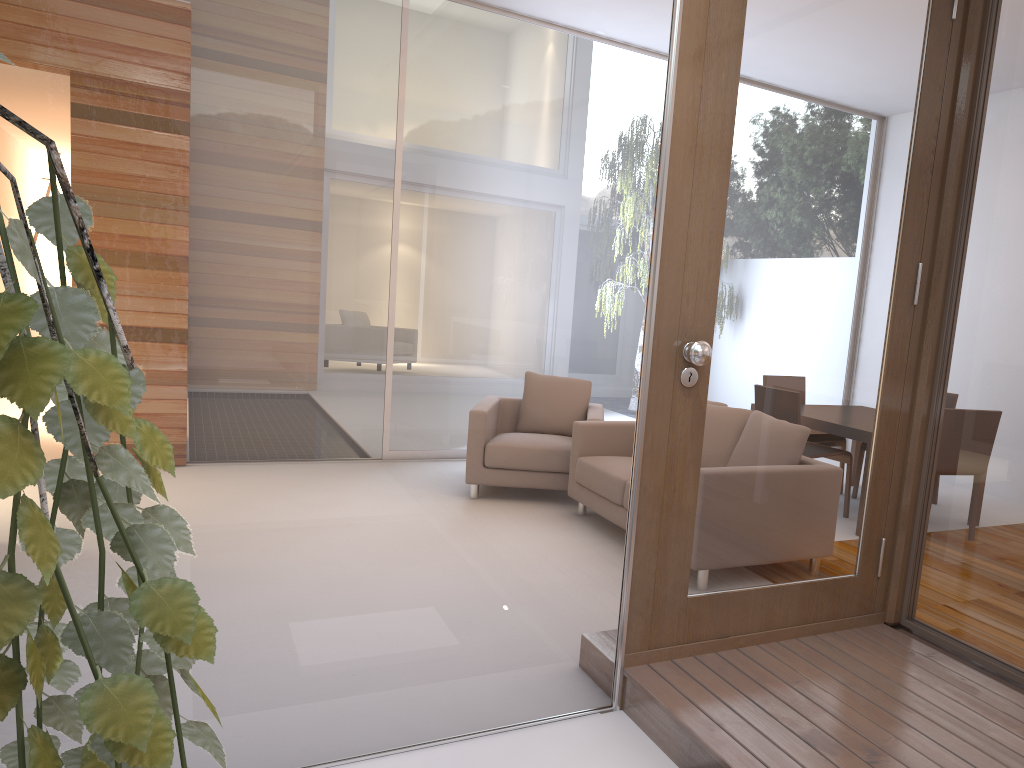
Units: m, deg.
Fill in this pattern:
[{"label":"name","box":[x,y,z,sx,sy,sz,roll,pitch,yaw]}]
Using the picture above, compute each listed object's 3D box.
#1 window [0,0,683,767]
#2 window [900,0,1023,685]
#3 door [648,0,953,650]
[{"label":"window","box":[-0.945,-0.636,1.604,3.200,3.276,0.044,0,9,-29]},{"label":"window","box":[2.312,-0.061,1.128,0.069,2.485,4.098,0,8,-21]},{"label":"door","box":[0.973,-0.332,2.685,1.062,2.380,0.098,-1,9,-29]}]
